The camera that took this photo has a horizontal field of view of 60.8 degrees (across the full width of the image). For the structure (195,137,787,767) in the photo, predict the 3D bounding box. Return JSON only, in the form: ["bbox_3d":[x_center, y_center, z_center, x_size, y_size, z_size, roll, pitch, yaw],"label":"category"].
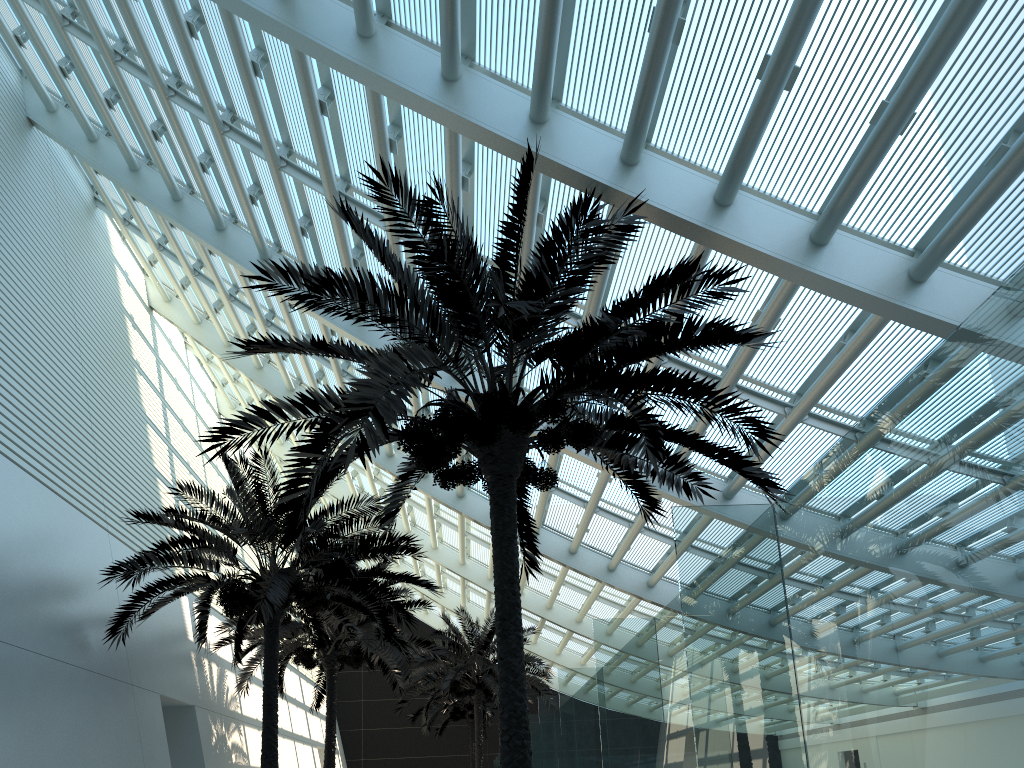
[{"bbox_3d":[-0.098,1.355,7.612,4.851,6.595,4.689,-8,-20,14],"label":"structure"}]

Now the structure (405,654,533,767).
[{"bbox_3d":[-1.409,13.827,34.013,4.489,6.594,5.069,6,-22,-24],"label":"structure"}]

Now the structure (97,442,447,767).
[{"bbox_3d":[-3.525,4.113,12.932,4.676,6.420,4.509,6,-21,-24],"label":"structure"}]

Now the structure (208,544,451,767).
[{"bbox_3d":[-4.025,6.832,18.734,4.369,6.477,4.829,-13,-22,28],"label":"structure"}]

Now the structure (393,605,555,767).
[{"bbox_3d":[-1.038,10.105,26.132,4.824,6.595,4.714,1,-20,-10],"label":"structure"}]
